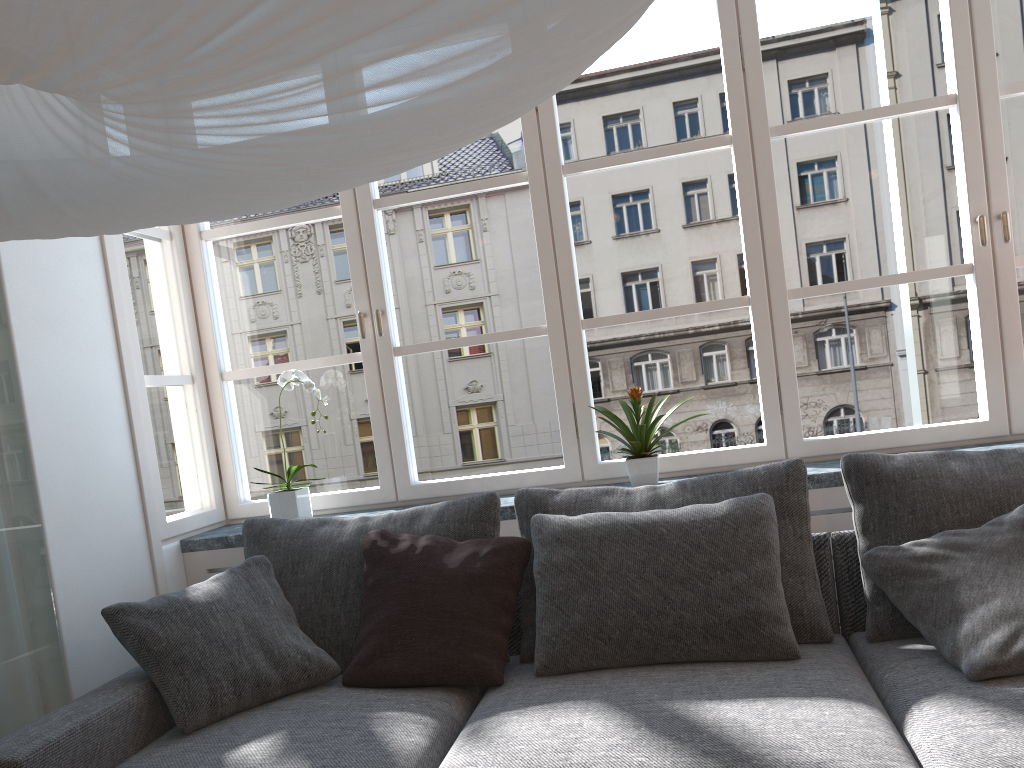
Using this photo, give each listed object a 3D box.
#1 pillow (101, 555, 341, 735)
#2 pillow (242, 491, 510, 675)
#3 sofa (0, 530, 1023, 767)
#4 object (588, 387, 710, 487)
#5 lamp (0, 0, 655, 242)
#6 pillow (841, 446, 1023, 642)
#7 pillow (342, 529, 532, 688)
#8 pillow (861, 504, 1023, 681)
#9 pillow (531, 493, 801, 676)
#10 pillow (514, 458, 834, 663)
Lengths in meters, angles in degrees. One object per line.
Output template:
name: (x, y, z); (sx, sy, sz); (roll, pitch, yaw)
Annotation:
pillow: (-0.779, 0.686, 2.386); (0.512, 0.361, 0.348); (-8, 2, -39)
pillow: (-0.432, 0.606, 2.616); (0.837, 0.480, 0.274); (-7, 2, 12)
sofa: (0.337, 0.810, 1.602); (3.073, 0.674, 2.031); (-8, 0, 12)
object: (0.443, 0.166, 2.872); (0.375, 0.329, 0.322); (-8, 1, -13)
lamp: (-0.515, -0.315, 0.824); (1.461, 0.210, 1.476); (-7, -1, -42)
pillow: (1.303, 0.376, 2.252); (0.838, 0.479, 0.274); (-7, 2, 12)
pillow: (-0.211, 0.599, 2.413); (0.522, 0.405, 0.309); (-7, 2, 14)
pillow: (1.147, 0.453, 2.045); (0.491, 0.322, 0.443); (-8, 1, -7)
pillow: (0.378, 0.521, 2.314); (0.668, 0.399, 0.290); (-7, 2, 12)
pillow: (0.417, 0.492, 2.449); (0.841, 0.477, 0.275); (-7, 2, 12)
